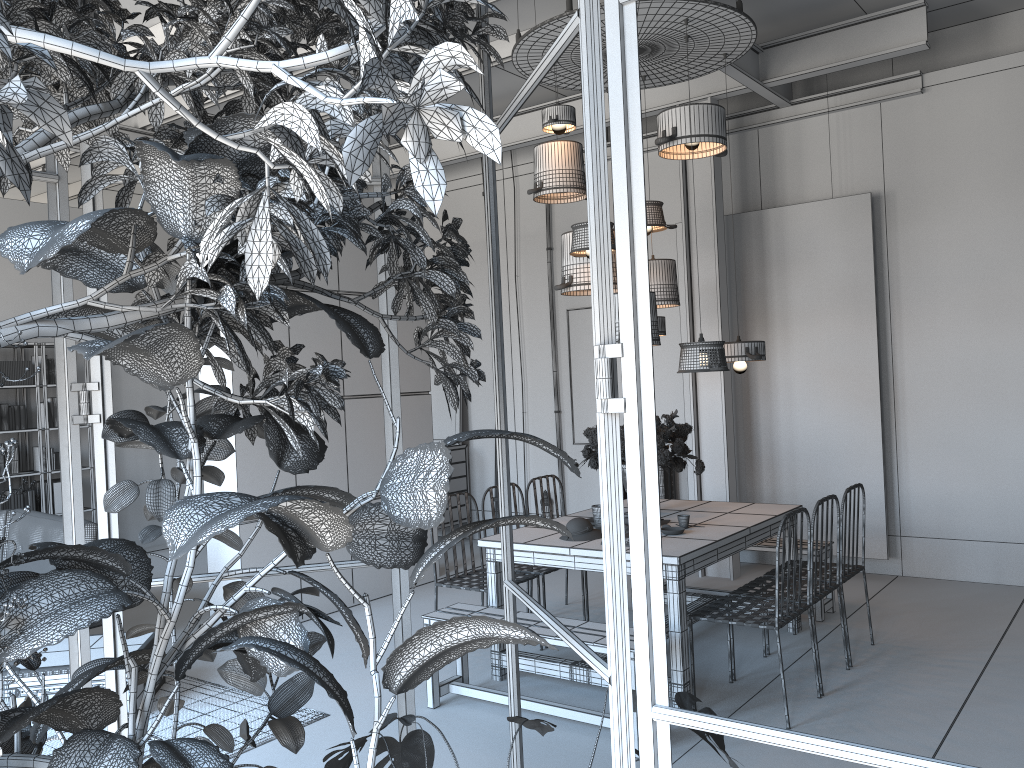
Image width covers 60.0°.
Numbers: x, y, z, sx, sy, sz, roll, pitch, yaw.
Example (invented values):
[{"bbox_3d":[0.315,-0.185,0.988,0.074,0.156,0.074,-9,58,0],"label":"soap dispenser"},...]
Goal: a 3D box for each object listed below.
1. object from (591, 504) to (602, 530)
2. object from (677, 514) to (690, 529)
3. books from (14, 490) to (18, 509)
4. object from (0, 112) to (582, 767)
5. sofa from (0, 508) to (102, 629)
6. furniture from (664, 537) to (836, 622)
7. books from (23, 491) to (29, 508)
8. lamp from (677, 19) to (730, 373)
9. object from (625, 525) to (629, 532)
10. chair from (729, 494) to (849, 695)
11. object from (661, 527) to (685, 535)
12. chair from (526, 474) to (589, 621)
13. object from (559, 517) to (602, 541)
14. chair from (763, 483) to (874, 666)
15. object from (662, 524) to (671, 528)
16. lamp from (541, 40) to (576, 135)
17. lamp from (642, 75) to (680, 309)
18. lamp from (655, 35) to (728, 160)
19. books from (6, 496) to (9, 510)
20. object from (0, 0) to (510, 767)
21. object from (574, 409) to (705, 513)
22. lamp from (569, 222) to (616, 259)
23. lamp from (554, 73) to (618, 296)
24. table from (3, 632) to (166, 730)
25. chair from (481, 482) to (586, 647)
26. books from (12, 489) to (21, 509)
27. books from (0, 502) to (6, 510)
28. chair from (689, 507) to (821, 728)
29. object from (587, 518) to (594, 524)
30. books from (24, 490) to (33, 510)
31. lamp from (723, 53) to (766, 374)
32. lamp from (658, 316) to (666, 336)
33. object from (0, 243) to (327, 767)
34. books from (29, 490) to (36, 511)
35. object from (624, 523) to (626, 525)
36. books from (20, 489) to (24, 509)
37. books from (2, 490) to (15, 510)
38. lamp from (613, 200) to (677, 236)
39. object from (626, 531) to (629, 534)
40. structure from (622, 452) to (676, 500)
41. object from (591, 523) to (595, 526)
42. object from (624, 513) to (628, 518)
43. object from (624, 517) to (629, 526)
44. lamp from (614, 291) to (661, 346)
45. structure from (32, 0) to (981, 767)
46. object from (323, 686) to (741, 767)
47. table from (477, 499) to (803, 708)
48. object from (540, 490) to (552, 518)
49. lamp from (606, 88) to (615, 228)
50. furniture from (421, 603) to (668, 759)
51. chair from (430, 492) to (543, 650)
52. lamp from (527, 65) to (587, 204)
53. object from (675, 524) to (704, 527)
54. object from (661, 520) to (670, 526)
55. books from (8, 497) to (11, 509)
[{"bbox_3d":[0.507,0.766,5.056,0.102,0.146,0.102,-3,0,1],"label":"object"},{"bbox_3d":[0.970,0.780,5.006,0.071,0.076,0.071,-3,0,-6],"label":"object"},{"bbox_3d":[-4.806,1.155,8.523,0.202,0.278,0.027,-3,0,36],"label":"books"},{"bbox_3d":[-0.478,0.594,1.495,1.270,2.157,0.868,-3,0,-23],"label":"object"},{"bbox_3d":[-3.630,1.344,5.869,2.347,0.948,0.952,-3,0,36],"label":"sofa"},{"bbox_3d":[1.606,1.338,6.281,1.260,0.478,0.300,-3,0,36],"label":"furniture"},{"bbox_3d":[-4.762,1.168,8.615,0.180,0.244,0.057,-3,0,36],"label":"books"},{"bbox_3d":[1.031,-1.068,5.020,0.359,2.004,0.301,-3,0,34],"label":"lamp"},{"bbox_3d":[0.632,0.801,4.918,0.044,0.043,0.043,-3,0,8],"label":"object"},{"bbox_3d":[1.498,1.089,4.823,0.488,0.975,0.474,-3,0,36],"label":"chair"},{"bbox_3d":[0.880,0.807,4.853,0.133,0.029,0.133,-3,0,-6],"label":"object"},{"bbox_3d":[0.433,1.138,6.241,0.488,0.975,0.474,-3,0,36],"label":"chair"},{"bbox_3d":[0.382,0.838,4.877,0.260,0.211,0.236,-3,0,-36],"label":"object"},{"bbox_3d":[1.800,1.075,5.233,0.488,0.975,0.474,-3,0,36],"label":"chair"},{"bbox_3d":[0.878,0.803,5.008,0.054,0.037,0.121,-3,0,15],"label":"object"},{"bbox_3d":[0.268,-1.753,5.241,0.202,0.564,0.253,-3,0,-15],"label":"lamp"},{"bbox_3d":[0.926,-1.290,5.929,0.364,1.553,0.322,-3,0,-8],"label":"lamp"},{"bbox_3d":[1.055,-1.723,5.264,0.403,0.687,0.505,-3,0,15],"label":"lamp"},{"bbox_3d":[-4.849,1.182,8.461,0.165,0.227,0.022,-3,0,36],"label":"books"},{"bbox_3d":[-0.954,-0.364,1.359,2.486,4.154,2.243,-3,0,8],"label":"object"},{"bbox_3d":[0.764,0.497,5.599,0.782,0.654,0.697,-3,0,39],"label":"object"},{"bbox_3d":[0.464,-1.391,5.292,0.359,1.306,0.301,-3,0,29],"label":"lamp"},{"bbox_3d":[0.492,-1.322,5.823,0.470,1.447,0.415,-3,0,7],"label":"lamp"},{"bbox_3d":[-2.292,1.611,4.856,0.706,0.330,0.667,-3,0,-9],"label":"table"},{"bbox_3d":[0.138,1.152,5.842,0.488,0.975,0.474,-3,0,36],"label":"chair"},{"bbox_3d":[-4.789,1.155,8.544,0.202,0.278,0.027,-3,0,36],"label":"books"},{"bbox_3d":[-4.862,1.182,8.443,0.165,0.227,0.022,-3,0,36],"label":"books"},{"bbox_3d":[1.203,1.104,4.424,0.488,0.975,0.474,-3,0,36],"label":"chair"},{"bbox_3d":[0.532,0.819,5.269,0.211,0.024,0.211,-3,0,-11],"label":"object"},{"bbox_3d":[-4.718,1.166,8.639,0.184,0.254,0.025,-3,0,36],"label":"books"},{"bbox_3d":[1.390,-1.074,5.589,0.404,2.026,0.323,-3,0,40],"label":"lamp"},{"bbox_3d":[0.796,-1.143,5.395,0.202,1.831,0.253,-3,0,-15],"label":"lamp"},{"bbox_3d":[-0.867,0.621,2.023,1.253,2.183,1.309,-3,0,-43],"label":"object"},{"bbox_3d":[-4.704,1.165,8.659,0.184,0.254,0.025,-3,0,36],"label":"books"},{"bbox_3d":[0.620,0.802,4.966,0.051,0.045,0.045,-3,0,14],"label":"object"},{"bbox_3d":[-4.774,1.154,8.567,0.202,0.278,0.027,-3,0,36],"label":"books"},{"bbox_3d":[-4.821,1.156,8.500,0.202,0.278,0.027,-3,0,36],"label":"books"},{"bbox_3d":[0.851,-1.516,5.834,0.359,1.094,0.301,-3,0,-36],"label":"lamp"},{"bbox_3d":[0.729,0.810,4.936,0.249,0.015,0.024,-3,0,-34],"label":"object"},{"bbox_3d":[1.189,1.121,8.084,0.733,1.007,0.328,-3,0,36],"label":"structure"},{"bbox_3d":[0.532,0.825,5.269,0.211,0.024,0.211,-3,0,-35],"label":"object"},{"bbox_3d":[0.658,0.782,5.089,0.071,0.076,0.071,-3,0,34],"label":"object"},{"bbox_3d":[0.665,0.788,5.017,0.065,0.064,0.065,-3,0,21],"label":"object"},{"bbox_3d":[0.626,-1.128,4.918,0.352,1.845,0.312,-3,0,-28],"label":"lamp"},{"bbox_3d":[-0.674,0.008,0.985,2.452,3.454,2.994,-3,0,36],"label":"structure"},{"bbox_3d":[-0.064,1.174,1.793,0.920,1.001,1.125,-3,0,34],"label":"object"},{"bbox_3d":[0.847,1.230,5.310,1.239,0.819,1.784,-3,0,36],"label":"table"},{"bbox_3d":[0.364,1.380,8.879,0.206,0.647,0.173,-3,0,-18],"label":"object"},{"bbox_3d":[0.706,-1.157,6.149,0.323,1.798,0.404,-3,0,5],"label":"lamp"},{"bbox_3d":[0.135,1.409,4.335,1.260,0.478,0.300,-3,0,36],"label":"furniture"},{"bbox_3d":[-0.164,1.167,5.432,0.488,0.975,0.474,-3,0,36],"label":"chair"},{"bbox_3d":[0.284,-1.601,5.573,0.392,0.870,0.346,-3,0,7],"label":"lamp"},{"bbox_3d":[1.015,0.810,5.057,0.174,0.014,0.021,-3,0,32],"label":"object"},{"bbox_3d":[0.834,0.817,5.239,0.182,0.014,0.185,-3,0,21],"label":"object"},{"bbox_3d":[-4.836,1.181,8.480,0.165,0.227,0.022,-3,0,36],"label":"books"}]
